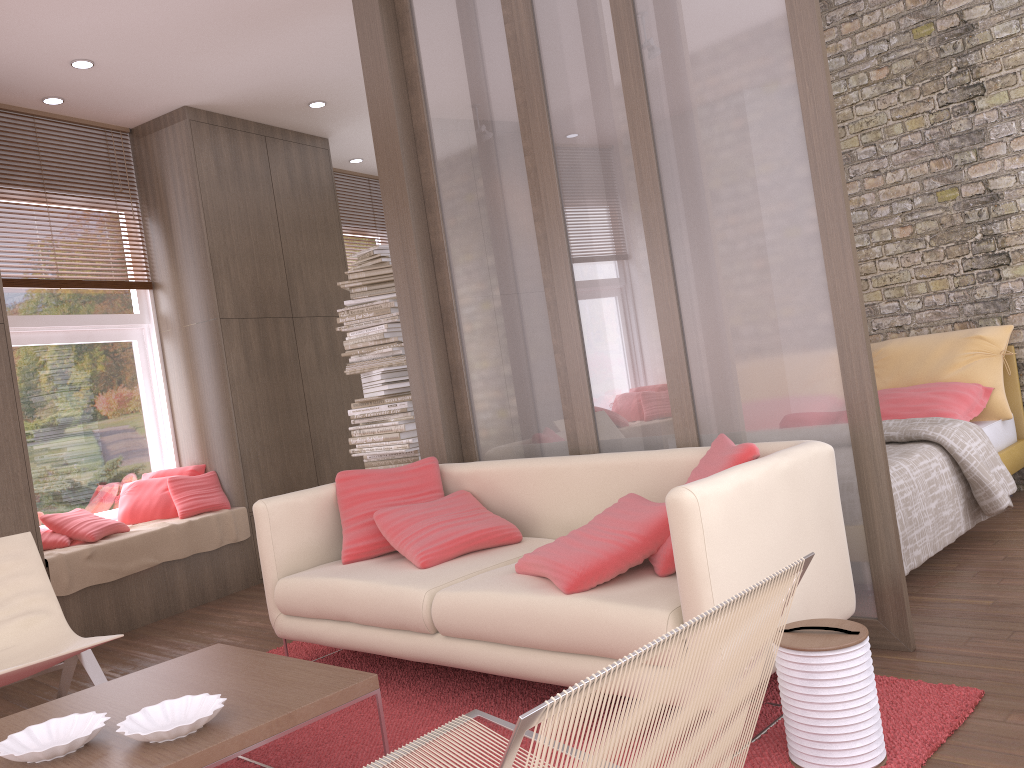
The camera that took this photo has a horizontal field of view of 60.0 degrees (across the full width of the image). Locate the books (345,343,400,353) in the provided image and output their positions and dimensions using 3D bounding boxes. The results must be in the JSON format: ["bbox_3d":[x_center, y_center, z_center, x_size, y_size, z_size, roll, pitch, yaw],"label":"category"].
[{"bbox_3d":[-0.857,-0.236,5.762,0.368,0.009,0.262,-9,0,19],"label":"books"}]

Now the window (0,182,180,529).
[{"bbox_3d":[-2.882,-0.141,5.676,0.160,2.229,1.407,-8,0,31],"label":"window"}]

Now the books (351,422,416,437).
[{"bbox_3d":[-0.711,0.275,5.762,0.542,0.046,0.421,-8,0,44],"label":"books"}]

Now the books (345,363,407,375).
[{"bbox_3d":[-0.805,-0.103,5.735,0.469,0.015,0.267,-9,0,19],"label":"books"}]

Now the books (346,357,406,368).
[{"bbox_3d":[-0.809,-0.145,5.745,0.446,0.012,0.291,-9,0,19],"label":"books"}]

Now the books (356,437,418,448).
[{"bbox_3d":[-0.666,0.354,5.717,0.566,0.025,0.423,-8,0,44],"label":"books"}]

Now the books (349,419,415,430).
[{"bbox_3d":[-0.747,0.246,5.757,0.510,0.020,0.399,-8,0,44],"label":"books"}]

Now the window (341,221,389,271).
[{"bbox_3d":[-1.462,-0.365,8.094,0.160,2.229,1.407,-8,0,31],"label":"window"}]

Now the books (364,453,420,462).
[{"bbox_3d":[-0.702,0.454,5.706,0.405,0.018,0.300,-9,0,24],"label":"books"}]

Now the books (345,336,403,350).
[{"bbox_3d":[-0.849,-0.265,5.765,0.379,0.028,0.297,-9,0,19],"label":"books"}]

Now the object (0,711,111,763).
[{"bbox_3d":[-1.087,0.849,2.105,0.249,0.043,0.251,-9,0,14],"label":"object"}]

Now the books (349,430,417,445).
[{"bbox_3d":[-0.739,0.328,5.759,0.522,0.046,0.410,-8,0,44],"label":"books"}]

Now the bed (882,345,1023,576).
[{"bbox_3d":[1.577,0.413,4.946,2.219,0.861,2.360,-8,0,44],"label":"bed"}]

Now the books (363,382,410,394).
[{"bbox_3d":[-0.734,0.014,5.708,0.317,0.030,0.524,-9,0,-26],"label":"books"}]

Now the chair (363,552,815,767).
[{"bbox_3d":[-0.007,0.718,1.429,0.853,0.762,0.739,-8,0,43],"label":"chair"}]

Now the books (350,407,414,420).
[{"bbox_3d":[-0.762,0.175,5.732,0.442,0.025,0.346,-9,0,29],"label":"books"}]

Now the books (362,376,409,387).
[{"bbox_3d":[-0.746,-0.026,5.727,0.323,0.020,0.484,-9,0,-26],"label":"books"}]

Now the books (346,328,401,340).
[{"bbox_3d":[-0.844,-0.328,5.766,0.388,0.020,0.287,-8,0,39],"label":"books"}]

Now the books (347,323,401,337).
[{"bbox_3d":[-0.832,-0.354,5.747,0.379,0.028,0.297,-8,0,39],"label":"books"}]

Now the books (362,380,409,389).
[{"bbox_3d":[-0.772,-0.004,5.752,0.294,0.013,0.413,-9,0,-26],"label":"books"}]

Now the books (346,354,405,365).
[{"bbox_3d":[-0.835,-0.164,5.773,0.395,0.007,0.308,-9,0,19],"label":"books"}]

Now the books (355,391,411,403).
[{"bbox_3d":[-0.760,0.073,5.771,0.450,0.022,0.364,-9,0,4],"label":"books"}]

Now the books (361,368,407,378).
[{"bbox_3d":[-0.754,-0.080,5.750,0.345,0.010,0.443,-9,0,-26],"label":"books"}]

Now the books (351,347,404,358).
[{"bbox_3d":[-0.809,-0.208,5.753,0.388,0.020,0.287,-8,0,39],"label":"books"}]

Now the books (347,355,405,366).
[{"bbox_3d":[-0.816,-0.157,5.756,0.412,0.011,0.308,-9,0,19],"label":"books"}]

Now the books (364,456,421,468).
[{"bbox_3d":[-0.696,0.480,5.699,0.396,0.033,0.310,-9,0,24],"label":"books"}]

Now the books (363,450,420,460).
[{"bbox_3d":[-0.703,0.432,5.699,0.396,0.024,0.310,-9,0,24],"label":"books"}]

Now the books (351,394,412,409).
[{"bbox_3d":[-0.731,0.099,5.746,0.518,0.038,0.341,-9,0,29],"label":"books"}]

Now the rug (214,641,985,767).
[{"bbox_3d":[-0.822,1.217,2.359,2.938,0.016,3.344,-8,0,44],"label":"rug"}]

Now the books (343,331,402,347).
[{"bbox_3d":[-0.860,-0.296,5.776,0.379,0.039,0.297,-8,0,39],"label":"books"}]

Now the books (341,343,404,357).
[{"bbox_3d":[-0.831,-0.225,5.752,0.467,0.020,0.283,-9,0,19],"label":"books"}]

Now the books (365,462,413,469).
[{"bbox_3d":[-0.692,0.509,5.699,0.396,0.024,0.310,-9,0,24],"label":"books"}]

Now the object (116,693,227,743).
[{"bbox_3d":[-0.808,0.806,2.114,0.249,0.043,0.251,-9,0,-34],"label":"object"}]

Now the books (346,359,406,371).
[{"bbox_3d":[-0.818,-0.130,5.756,0.432,0.013,0.288,-9,0,19],"label":"books"}]

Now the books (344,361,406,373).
[{"bbox_3d":[-0.825,-0.115,5.759,0.444,0.015,0.279,-9,0,19],"label":"books"}]

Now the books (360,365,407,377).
[{"bbox_3d":[-0.752,-0.096,5.720,0.326,0.018,0.500,-9,0,-26],"label":"books"}]

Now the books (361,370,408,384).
[{"bbox_3d":[-0.772,-0.052,5.754,0.308,0.036,0.417,-9,0,-26],"label":"books"}]

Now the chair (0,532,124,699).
[{"bbox_3d":[-1.975,1.010,3.320,0.860,0.767,0.739,-8,0,44],"label":"chair"}]

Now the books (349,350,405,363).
[{"bbox_3d":[-0.823,-0.183,5.778,0.379,0.028,0.297,-9,0,19],"label":"books"}]

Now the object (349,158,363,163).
[{"bbox_3d":[-1.385,-1.985,7.884,0.119,0.010,0.119,-9,0,-21],"label":"object"}]

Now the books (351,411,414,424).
[{"bbox_3d":[-0.745,0.202,5.765,0.469,0.028,0.368,-9,0,29],"label":"books"}]

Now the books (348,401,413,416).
[{"bbox_3d":[-0.765,0.144,5.755,0.469,0.038,0.364,-9,0,29],"label":"books"}]

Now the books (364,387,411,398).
[{"bbox_3d":[-0.747,0.046,5.749,0.322,0.030,0.435,-9,0,-26],"label":"books"}]

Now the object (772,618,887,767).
[{"bbox_3d":[0.810,0.793,2.274,0.239,0.341,0.239,-9,0,-14],"label":"object"}]
